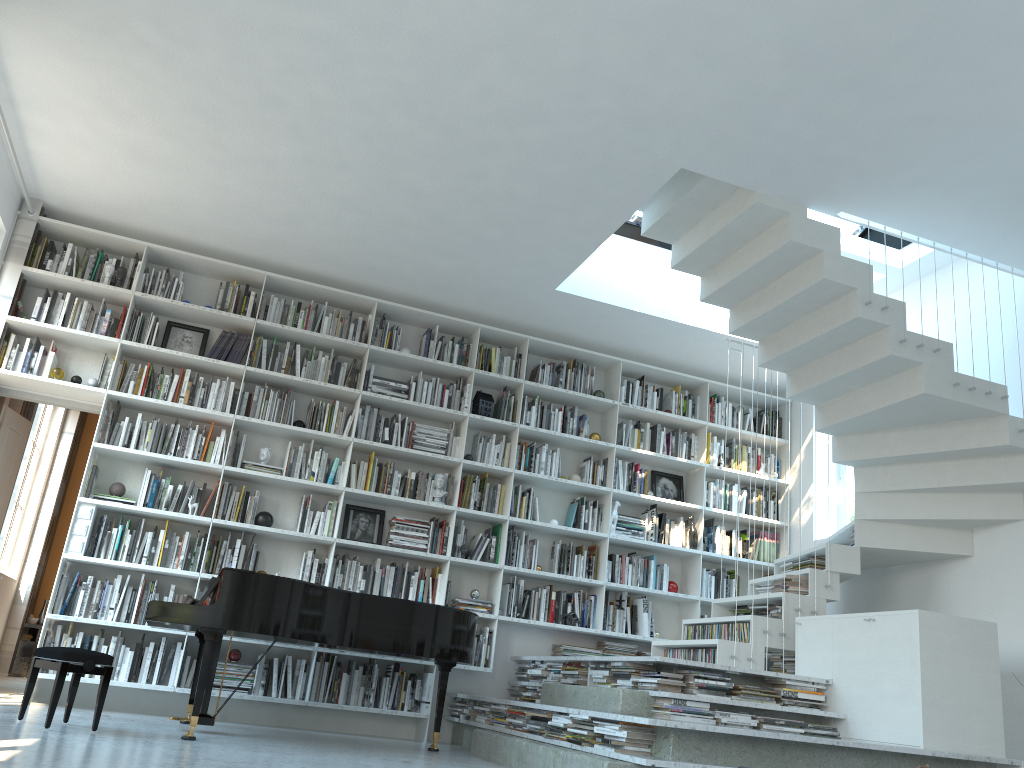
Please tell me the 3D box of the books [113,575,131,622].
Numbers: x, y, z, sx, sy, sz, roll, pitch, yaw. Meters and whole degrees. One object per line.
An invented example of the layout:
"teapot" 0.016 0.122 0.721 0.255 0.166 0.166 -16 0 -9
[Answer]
"books" -2.565 1.415 5.834 0.039 0.306 0.173 13 -20 -17

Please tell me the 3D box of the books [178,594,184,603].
"books" -2.228 1.524 5.914 0.023 0.227 0.190 13 -20 -17

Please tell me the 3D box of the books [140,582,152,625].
"books" -2.433 1.464 5.898 0.013 0.283 0.139 13 -20 -17

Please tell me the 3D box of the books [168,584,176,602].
"books" -2.298 1.491 5.935 0.025 0.286 0.131 13 -20 -17

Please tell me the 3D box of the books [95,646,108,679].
"books" -2.633 1.786 5.695 0.030 0.201 0.168 13 -20 -17

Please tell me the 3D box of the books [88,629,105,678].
"books" -2.670 1.731 5.702 0.013 0.299 0.184 13 -20 -17

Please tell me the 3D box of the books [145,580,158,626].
"books" -2.393 1.459 5.895 0.013 0.300 0.173 13 -20 -17

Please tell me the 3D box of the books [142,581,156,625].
"books" -2.412 1.462 5.893 0.022 0.289 0.138 13 -20 -17

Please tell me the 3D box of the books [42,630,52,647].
"books" -2.967 1.693 5.620 0.012 0.253 0.161 13 -20 -17

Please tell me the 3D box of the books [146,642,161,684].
"books" -2.353 1.831 5.826 0.040 0.263 0.138 13 -20 -17

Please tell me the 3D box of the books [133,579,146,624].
"books" -2.463 1.445 5.869 0.012 0.294 0.177 13 -20 -17

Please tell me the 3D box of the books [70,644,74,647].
"books" -2.817 1.758 5.652 0.022 0.185 0.146 13 -20 -17

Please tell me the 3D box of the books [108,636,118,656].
"books" -2.589 1.766 5.722 0.031 0.265 0.187 13 -20 -17

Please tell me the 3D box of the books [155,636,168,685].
"books" -2.296 1.813 5.817 0.012 0.302 0.166 13 -20 -17

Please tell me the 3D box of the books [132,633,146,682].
"books" -2.441 1.786 5.798 0.013 0.309 0.131 13 -20 -17

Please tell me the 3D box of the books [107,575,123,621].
"books" -2.613 1.414 5.836 0.027 0.298 0.142 13 -20 -17

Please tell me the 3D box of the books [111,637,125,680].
"books" -2.550 1.775 5.735 0.025 0.265 0.160 13 -20 -17

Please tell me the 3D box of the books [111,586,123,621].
"books" -2.599 1.450 5.833 0.012 0.232 0.149 13 -20 -17

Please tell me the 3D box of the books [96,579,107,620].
"books" -2.674 1.413 5.790 0.013 0.256 0.190 13 -20 -17

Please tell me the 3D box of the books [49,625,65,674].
"books" -2.893 1.687 5.638 0.045 0.292 0.181 13 -20 -17

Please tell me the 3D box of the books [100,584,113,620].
"books" -2.650 1.435 5.802 0.028 0.228 0.158 13 -20 -17

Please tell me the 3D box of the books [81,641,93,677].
"books" -2.719 1.762 5.684 0.022 0.220 0.163 13 -20 -17

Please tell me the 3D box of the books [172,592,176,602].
"books" -2.275 1.510 5.909 0.011 0.239 0.175 13 -20 -17

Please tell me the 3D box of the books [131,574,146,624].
"books" -2.471 1.426 5.862 0.014 0.324 0.171 13 -20 -17

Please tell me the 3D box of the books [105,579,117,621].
"books" -2.635 1.424 5.832 0.013 0.272 0.146 13 -20 -17

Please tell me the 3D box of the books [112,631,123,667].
"books" -2.573 1.758 5.752 0.014 0.303 0.140 13 -20 -17

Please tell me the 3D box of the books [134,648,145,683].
"books" -2.429 1.835 5.787 0.024 0.213 0.137 13 -20 -17

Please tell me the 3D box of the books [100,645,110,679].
"books" -2.622 1.794 5.730 0.014 0.210 0.146 13 -20 -17

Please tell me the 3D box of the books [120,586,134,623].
"books" -2.543 1.460 5.852 0.031 0.238 0.132 13 -20 -17

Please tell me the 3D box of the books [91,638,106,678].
"books" -2.663 1.766 5.717 0.022 0.245 0.135 13 -20 -17

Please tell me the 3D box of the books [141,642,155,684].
"books" -2.377 1.821 5.795 0.027 0.255 0.179 13 -20 -17

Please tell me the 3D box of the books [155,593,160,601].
"books" -2.365 1.507 5.894 0.059 0.215 0.178 13 -20 -17

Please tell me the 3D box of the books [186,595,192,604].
"books" -2.189 1.541 5.955 0.030 0.230 0.151 13 -20 -17

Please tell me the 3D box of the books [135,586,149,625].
"books" -2.453 1.473 5.884 0.029 0.253 0.153 13 -20 -17

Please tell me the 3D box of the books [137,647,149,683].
"books" -2.402 1.832 5.785 0.022 0.224 0.141 13 -20 -17

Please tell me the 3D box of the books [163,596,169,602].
"books" -2.331 1.528 5.922 0.030 0.202 0.142 13 -20 -17

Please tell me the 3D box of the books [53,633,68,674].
"books" -2.866 1.718 5.646 0.024 0.245 0.143 13 -20 -17

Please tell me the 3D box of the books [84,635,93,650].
"books" -2.741 1.745 5.692 0.022 0.251 0.140 13 -20 -17

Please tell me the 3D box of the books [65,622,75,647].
"books" -2.845 1.687 5.661 0.011 0.317 0.158 13 -20 -17

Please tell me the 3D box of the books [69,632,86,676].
"books" -2.775 1.724 5.663 0.023 0.265 0.177 13 -20 -17

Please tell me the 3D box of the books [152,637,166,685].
"books" -2.313 1.814 5.814 0.021 0.294 0.188 13 -20 -17

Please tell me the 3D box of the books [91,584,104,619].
"books" -2.694 1.424 5.776 0.028 0.222 0.189 13 -20 -17

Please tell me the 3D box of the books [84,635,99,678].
"books" -2.696 1.752 5.702 0.027 0.255 0.160 13 -20 -17

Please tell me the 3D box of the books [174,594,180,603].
"books" -2.268 1.530 5.944 0.030 0.226 0.140 13 -20 -17

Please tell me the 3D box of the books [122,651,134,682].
"books" -2.479 1.826 5.738 0.031 0.187 0.190 13 -20 -17

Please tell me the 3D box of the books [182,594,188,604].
"books" -2.218 1.535 5.955 0.026 0.235 0.141 13 -20 -17

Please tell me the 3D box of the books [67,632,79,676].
"books" -2.790 1.721 5.652 0.013 0.260 0.174 13 -20 -17

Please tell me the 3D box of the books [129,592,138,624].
"books" -2.497 1.483 5.858 0.013 0.208 0.155 13 -20 -17

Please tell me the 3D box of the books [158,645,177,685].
"books" -2.270 1.850 5.842 0.065 0.255 0.156 13 -20 -17

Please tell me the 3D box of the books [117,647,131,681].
"books" -2.508 1.813 5.738 0.028 0.205 0.171 13 -20 -17

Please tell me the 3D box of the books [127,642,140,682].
"books" -2.451 1.805 5.755 0.023 0.243 0.188 13 -20 -17

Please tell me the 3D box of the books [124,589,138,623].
"books" -2.515 1.471 5.855 0.028 0.224 0.134 13 -20 -17

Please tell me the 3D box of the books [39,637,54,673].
"books" -2.953 1.715 5.619 0.023 0.215 0.159 13 -20 -17

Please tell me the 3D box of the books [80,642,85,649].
"books" -2.763 1.761 5.674 0.022 0.205 0.159 13 -20 -17

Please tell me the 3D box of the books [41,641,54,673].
"books" -2.921 1.725 5.599 0.029 0.190 0.177 13 -20 -17

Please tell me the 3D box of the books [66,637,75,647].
"books" -2.832 1.732 5.646 0.022 0.225 0.155 13 -20 -17

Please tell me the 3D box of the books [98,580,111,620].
"books" -2.662 1.416 5.788 0.010 0.251 0.178 13 -20 -17

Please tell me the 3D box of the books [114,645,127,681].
"books" -2.531 1.802 5.733 0.021 0.217 0.191 13 -20 -17
